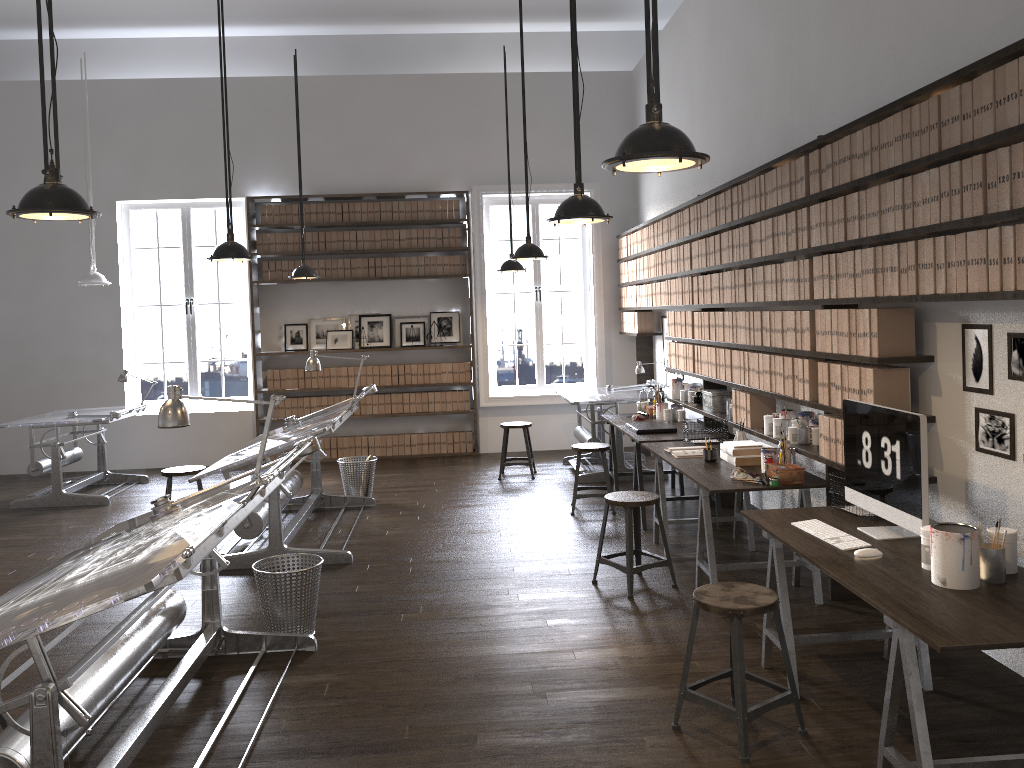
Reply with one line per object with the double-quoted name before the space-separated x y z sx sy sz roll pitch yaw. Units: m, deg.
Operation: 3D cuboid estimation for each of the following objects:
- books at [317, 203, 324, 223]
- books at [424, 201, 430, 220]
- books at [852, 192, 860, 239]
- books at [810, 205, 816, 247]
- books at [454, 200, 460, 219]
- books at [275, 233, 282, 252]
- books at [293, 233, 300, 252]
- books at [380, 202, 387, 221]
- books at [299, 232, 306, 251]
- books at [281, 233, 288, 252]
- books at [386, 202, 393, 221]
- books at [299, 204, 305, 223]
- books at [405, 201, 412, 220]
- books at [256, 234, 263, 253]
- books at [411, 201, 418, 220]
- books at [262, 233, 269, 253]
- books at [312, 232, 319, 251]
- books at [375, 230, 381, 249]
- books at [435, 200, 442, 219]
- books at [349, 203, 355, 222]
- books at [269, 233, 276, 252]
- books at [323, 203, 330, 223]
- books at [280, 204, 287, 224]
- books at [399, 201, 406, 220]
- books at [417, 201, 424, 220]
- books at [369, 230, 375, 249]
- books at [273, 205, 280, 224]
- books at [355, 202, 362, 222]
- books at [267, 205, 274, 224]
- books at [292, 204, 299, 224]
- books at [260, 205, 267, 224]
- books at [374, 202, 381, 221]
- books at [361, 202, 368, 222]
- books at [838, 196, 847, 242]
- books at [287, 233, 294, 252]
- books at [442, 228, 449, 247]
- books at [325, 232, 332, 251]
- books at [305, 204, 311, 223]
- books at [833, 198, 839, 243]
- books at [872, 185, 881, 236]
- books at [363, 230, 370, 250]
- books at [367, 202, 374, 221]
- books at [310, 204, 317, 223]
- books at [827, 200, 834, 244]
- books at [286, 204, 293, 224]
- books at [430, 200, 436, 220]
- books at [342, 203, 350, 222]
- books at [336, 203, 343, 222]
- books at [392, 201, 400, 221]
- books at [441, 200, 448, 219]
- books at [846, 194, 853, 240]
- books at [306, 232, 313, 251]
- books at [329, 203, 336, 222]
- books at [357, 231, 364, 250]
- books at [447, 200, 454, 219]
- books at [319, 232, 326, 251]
"books" -2.172 -1.929 10.069 0.067 0.225 0.175 -2 3 -4
"books" -0.971 -1.977 10.143 0.067 0.225 0.175 -2 3 -4
"books" 1.696 -0.789 4.160 0.174 0.225 0.067 -2 2 -4
"books" 1.665 -0.828 4.653 0.174 0.225 0.067 -2 2 -4
"books" -0.633 -1.991 10.164 0.067 0.225 0.175 -2 3 -4
"books" -2.632 -1.592 10.044 0.067 0.225 0.175 -2 3 -4
"books" -2.435 -1.600 10.060 0.067 0.225 0.175 -2 3 -4
"books" -1.460 -1.958 10.113 0.067 0.225 0.175 -2 3 -4
"books" -2.365 -1.603 10.064 0.067 0.225 0.175 -2 3 -4
"books" -2.569 -1.595 10.050 0.067 0.225 0.175 -2 3 -4
"books" -1.396 -1.960 10.112 0.067 0.225 0.175 -2 3 -4
"books" -2.369 -1.921 10.053 0.067 0.225 0.175 -2 3 -4
"books" -1.183 -1.969 10.134 0.067 0.225 0.175 -2 3 -4
"books" -2.844 -1.584 10.035 0.067 0.225 0.175 -2 3 -4
"books" -1.113 -1.972 10.136 0.067 0.225 0.175 -2 3 -4
"books" -2.774 -1.587 10.037 0.067 0.225 0.175 -2 3 -4
"books" -2.223 -1.609 10.074 0.067 0.225 0.175 -2 3 -4
"books" -1.525 -1.637 10.113 0.067 0.225 0.175 -2 3 -4
"books" -0.841 -1.982 10.149 0.067 0.225 0.175 -2 3 -4
"books" -1.811 -1.944 10.093 0.067 0.225 0.175 -2 3 -4
"books" -2.704 -1.589 10.038 0.067 0.225 0.175 -2 3 -4
"books" -2.102 -1.932 10.073 0.067 0.225 0.175 -2 3 -4
"books" -2.581 -1.913 10.043 0.067 0.225 0.175 -2 3 -4
"books" -1.252 -1.966 10.125 0.067 0.225 0.175 -2 3 -4
"books" -1.043 -1.975 10.137 0.067 0.225 0.175 -2 3 -4
"books" -1.592 -1.634 10.113 0.067 0.225 0.175 -2 3 -4
"books" -2.650 -1.910 10.035 0.067 0.225 0.175 -2 3 -4
"books" -1.745 -1.946 10.090 0.067 0.225 0.175 -2 3 -4
"books" -2.722 -1.907 10.027 0.067 0.225 0.175 -2 3 -4
"books" -2.441 -1.918 10.047 0.067 0.225 0.175 -2 3 -4
"books" -2.794 -1.904 10.022 0.067 0.225 0.175 -2 3 -4
"books" -1.534 -1.955 10.109 0.067 0.225 0.175 -2 3 -4
"books" -1.673 -1.949 10.098 0.067 0.225 0.175 -2 3 -4
"books" 1.685 -0.801 4.306 0.174 0.225 0.067 -2 2 -4
"books" -2.502 -1.597 10.050 0.067 0.225 0.175 -2 3 -4
"books" -0.760 -1.668 10.163 0.067 0.225 0.175 -2 3 -4
"books" -2.074 -1.615 10.084 0.067 0.225 0.175 -2 3 -4
"books" -2.306 -1.924 10.059 0.067 0.225 0.175 -2 3 -4
"books" 1.686 -0.807 4.380 0.174 0.225 0.067 -2 2 -4
"books" 1.708 -0.773 3.952 0.174 0.225 0.067 -2 2 -4
"books" -1.655 -1.632 10.107 0.067 0.225 0.175 -2 3 -4
"books" -1.604 -1.952 10.106 0.067 0.225 0.175 -2 3 -4
"books" -2.239 -1.926 10.058 0.067 0.225 0.175 -2 3 -4
"books" 1.679 -0.812 4.446 0.174 0.225 0.067 -2 2 -4
"books" -2.511 -1.916 10.046 0.067 0.225 0.175 -2 3 -4
"books" -0.908 -1.980 10.149 0.067 0.225 0.175 -2 3 -4
"books" -1.885 -1.941 10.082 0.067 0.225 0.175 -2 3 -4
"books" -1.960 -1.938 10.083 0.067 0.225 0.175 -2 3 -4
"books" -1.324 -1.963 10.117 0.067 0.225 0.175 -2 3 -4
"books" -0.774 -1.986 10.159 0.067 0.225 0.175 -2 3 -4
"books" 1.696 -0.795 4.232 0.174 0.225 0.067 -2 2 -4
"books" -2.294 -1.606 10.065 0.067 0.225 0.175 -2 3 -4
"books" -2.031 -1.935 10.074 0.067 0.225 0.175 -2 3 -4
"books" -1.727 -1.629 10.101 0.067 0.225 0.175 -2 3 -4
"books" -0.704 -1.989 10.164 0.067 0.225 0.175 -2 3 -4
"books" -2.148 -1.612 10.073 0.067 0.225 0.175 -2 3 -4
